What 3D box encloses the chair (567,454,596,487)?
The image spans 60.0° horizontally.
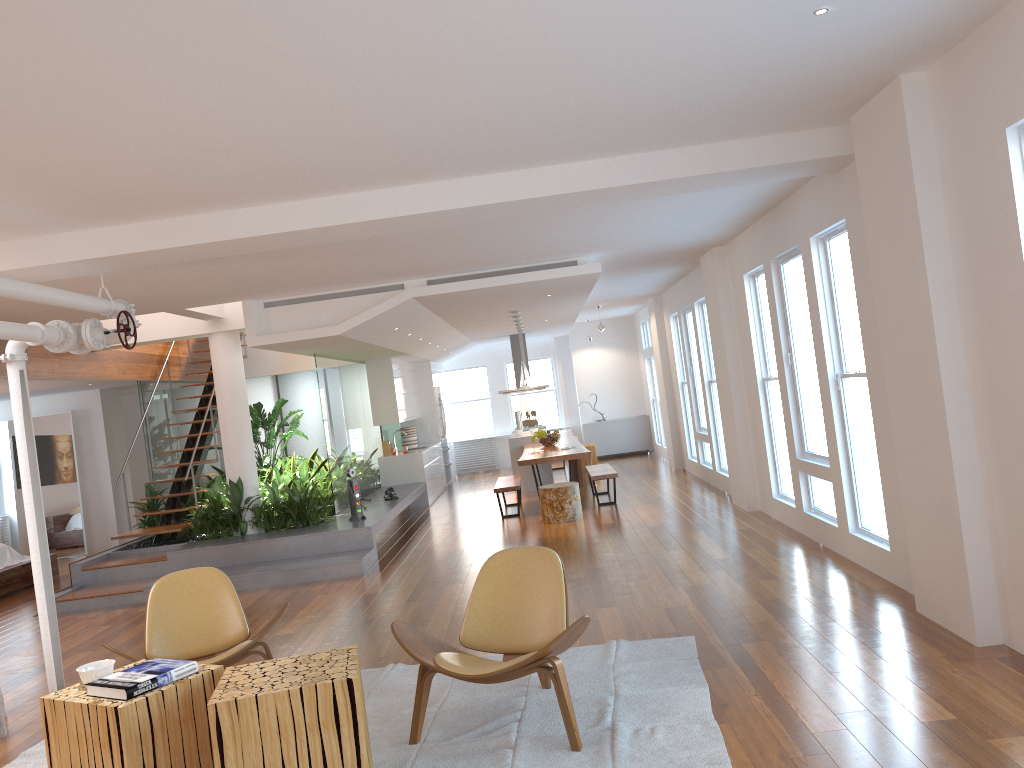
[{"bbox_3d":[1.039,1.296,13.296,0.396,0.455,0.402,-7,-1,-8],"label":"chair"}]

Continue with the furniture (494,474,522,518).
[{"bbox_3d":[-0.020,1.447,11.449,0.316,0.389,1.433,-7,-1,2],"label":"furniture"}]

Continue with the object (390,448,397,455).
[{"bbox_3d":[-1.803,1.023,13.478,0.094,0.106,0.094,-8,-1,7],"label":"object"}]

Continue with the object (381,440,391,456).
[{"bbox_3d":[-1.942,0.989,13.754,0.104,0.222,0.200,-7,-1,2],"label":"object"}]

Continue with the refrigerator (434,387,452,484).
[{"bbox_3d":[-1.538,0.971,16.234,0.725,1.772,0.908,-7,-1,2],"label":"refrigerator"}]

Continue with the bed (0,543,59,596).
[{"bbox_3d":[-6.786,2.215,9.846,2.314,0.595,2.207,-7,-1,2],"label":"bed"}]

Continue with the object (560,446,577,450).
[{"bbox_3d":[0.722,0.825,11.397,0.222,0.020,0.222,-7,-1,-6],"label":"object"}]

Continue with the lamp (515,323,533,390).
[{"bbox_3d":[0.171,-0.450,13.330,0.160,1.060,0.160,-8,-1,29],"label":"lamp"}]

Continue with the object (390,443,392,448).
[{"bbox_3d":[-1.917,1.014,14.001,0.100,0.170,0.173,-8,-1,3],"label":"object"}]

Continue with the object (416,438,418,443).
[{"bbox_3d":[-1.763,1.000,15.434,0.265,0.196,0.284,-8,-1,44],"label":"object"}]

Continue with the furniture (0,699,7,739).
[{"bbox_3d":[-2.949,1.792,4.846,0.294,0.333,0.292,-7,-1,-28],"label":"furniture"}]

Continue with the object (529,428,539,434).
[{"bbox_3d":[0.343,0.737,13.766,0.152,0.082,0.152,-7,-1,-38],"label":"object"}]

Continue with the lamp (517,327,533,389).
[{"bbox_3d":[0.193,-0.445,14.053,0.160,1.060,0.160,-8,-1,29],"label":"lamp"}]

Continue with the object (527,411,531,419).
[{"bbox_3d":[0.325,0.645,16.202,0.057,0.299,0.019,-7,-1,2],"label":"object"}]

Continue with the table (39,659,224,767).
[{"bbox_3d":[-1.554,1.511,3.714,0.548,0.534,0.489,-8,-1,32],"label":"table"}]

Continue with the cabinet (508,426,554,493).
[{"bbox_3d":[0.336,1.209,14.842,0.597,0.832,2.936,-7,-1,2],"label":"cabinet"}]

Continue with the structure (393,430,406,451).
[{"bbox_3d":[-1.812,1.010,14.494,0.248,0.536,0.115,-7,-1,2],"label":"structure"}]

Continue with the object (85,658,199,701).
[{"bbox_3d":[-1.519,1.212,3.650,0.279,0.048,0.334,-8,-1,33],"label":"object"}]

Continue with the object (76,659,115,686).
[{"bbox_3d":[-1.750,1.227,3.741,0.152,0.082,0.152,-7,-1,-38],"label":"object"}]

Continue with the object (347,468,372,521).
[{"bbox_3d":[-1.647,1.181,9.533,0.318,0.565,0.134,-8,-1,38],"label":"object"}]

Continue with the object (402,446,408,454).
[{"bbox_3d":[-1.624,0.999,13.426,0.094,0.106,0.094,-8,-1,7],"label":"object"}]

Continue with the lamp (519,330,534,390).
[{"bbox_3d":[0.215,-0.441,14.776,0.160,1.060,0.160,-8,-1,29],"label":"lamp"}]

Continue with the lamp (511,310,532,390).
[{"bbox_3d":[0.106,-0.463,11.162,0.160,1.060,0.160,-8,-1,29],"label":"lamp"}]

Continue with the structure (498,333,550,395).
[{"bbox_3d":[0.135,-0.553,15.752,0.909,1.405,0.900,-7,-1,2],"label":"structure"}]

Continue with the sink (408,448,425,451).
[{"bbox_3d":[-1.595,1.180,14.458,0.449,0.192,0.666,-7,-1,2],"label":"sink"}]

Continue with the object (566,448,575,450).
[{"bbox_3d":[0.732,0.821,11.291,0.158,0.017,0.019,-7,-1,-3],"label":"object"}]

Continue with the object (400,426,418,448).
[{"bbox_3d":[-1.752,0.911,15.048,0.267,0.356,0.266,-8,-1,27],"label":"object"}]

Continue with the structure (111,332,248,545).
[{"bbox_3d":[-3.308,-0.207,11.796,2.552,4.265,4.591,-7,-1,2],"label":"structure"}]

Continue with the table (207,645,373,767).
[{"bbox_3d":[-0.861,1.418,3.545,0.548,0.534,0.489,-7,-1,-10],"label":"table"}]

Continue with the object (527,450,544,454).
[{"bbox_3d":[0.306,0.880,11.457,0.222,0.020,0.222,-8,-1,42],"label":"object"}]

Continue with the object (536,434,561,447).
[{"bbox_3d":[0.522,0.798,12.426,0.360,0.159,0.360,-7,-1,-35],"label":"object"}]

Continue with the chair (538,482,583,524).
[{"bbox_3d":[0.553,1.349,10.094,0.460,0.400,0.460,-8,-1,12],"label":"chair"}]

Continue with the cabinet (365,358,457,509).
[{"bbox_3d":[-1.642,0.760,15.496,0.676,2.280,4.565,-7,-1,2],"label":"cabinet"}]

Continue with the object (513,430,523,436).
[{"bbox_3d":[0.099,0.770,13.896,0.152,0.082,0.152,-8,-1,41],"label":"object"}]

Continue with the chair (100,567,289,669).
[{"bbox_3d":[-1.615,1.419,4.771,0.856,0.752,0.867,-8,-1,7],"label":"chair"}]

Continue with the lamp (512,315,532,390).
[{"bbox_3d":[0.128,-0.458,11.885,0.160,1.060,0.160,-8,-1,29],"label":"lamp"}]

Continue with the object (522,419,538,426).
[{"bbox_3d":[0.301,0.728,16.213,0.353,0.157,0.084,-7,-1,2],"label":"object"}]

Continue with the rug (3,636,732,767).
[{"bbox_3d":[-0.883,1.647,3.521,3.525,0.057,3.478,-8,-1,6],"label":"rug"}]

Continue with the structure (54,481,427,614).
[{"bbox_3d":[-2.846,1.829,11.106,3.088,0.386,5.584,-7,-1,2],"label":"structure"}]

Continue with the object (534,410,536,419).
[{"bbox_3d":[0.425,0.633,16.220,0.057,0.294,0.030,-7,-1,2],"label":"object"}]

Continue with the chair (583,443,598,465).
[{"bbox_3d":[1.311,1.289,15.504,0.344,0.430,0.549,-8,-1,6],"label":"chair"}]

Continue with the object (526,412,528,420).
[{"bbox_3d":[0.291,0.649,16.223,0.061,0.299,0.040,-7,-1,-1],"label":"object"}]

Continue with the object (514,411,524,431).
[{"bbox_3d":[0.133,0.642,15.314,0.172,0.356,0.120,-7,-1,-40],"label":"object"}]

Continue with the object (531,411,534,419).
[{"bbox_3d":[0.388,0.637,16.203,0.068,0.298,0.039,-7,-1,2],"label":"object"}]

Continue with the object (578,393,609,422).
[{"bbox_3d":[1.603,0.465,17.418,0.590,0.563,0.210,-7,-1,-27],"label":"object"}]

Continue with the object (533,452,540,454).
[{"bbox_3d":[0.288,0.884,11.323,0.149,0.014,0.044,-7,-1,0],"label":"object"}]

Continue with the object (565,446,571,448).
[{"bbox_3d":[0.721,0.819,11.397,0.070,0.030,0.079,-7,-1,-45],"label":"object"}]

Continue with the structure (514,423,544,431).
[{"bbox_3d":[0.307,0.767,15.766,0.520,0.073,0.650,-7,-1,2],"label":"structure"}]

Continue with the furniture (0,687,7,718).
[{"bbox_3d":[-3.163,1.781,5.207,0.290,0.418,0.298,-7,-1,-35],"label":"furniture"}]

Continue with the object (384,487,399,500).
[{"bbox_3d":[-1.553,1.389,11.246,0.216,0.155,0.181,-7,-1,-34],"label":"object"}]

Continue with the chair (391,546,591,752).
[{"bbox_3d":[0.000,1.199,4.006,0.867,0.752,0.856,-7,-1,-38],"label":"chair"}]

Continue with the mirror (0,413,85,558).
[{"bbox_3d":[-6.875,1.510,12.767,1.267,2.044,0.049,-7,-1,2],"label":"mirror"}]

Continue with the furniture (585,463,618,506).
[{"bbox_3d":[1.162,1.292,11.415,0.316,0.389,1.433,-7,-1,2],"label":"furniture"}]

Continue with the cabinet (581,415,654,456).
[{"bbox_3d":[2.069,1.054,17.444,1.309,0.725,0.420,-7,-1,2],"label":"cabinet"}]

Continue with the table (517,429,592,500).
[{"bbox_3d":[0.634,1.220,13.437,0.893,0.704,5.996,-7,-1,2],"label":"table"}]

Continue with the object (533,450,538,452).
[{"bbox_3d":[0.305,0.874,11.457,0.070,0.030,0.079,-7,-1,-35],"label":"object"}]

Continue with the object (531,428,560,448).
[{"bbox_3d":[0.489,0.738,12.442,0.394,0.284,0.292,-7,-1,-34],"label":"object"}]

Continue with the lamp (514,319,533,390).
[{"bbox_3d":[0.150,-0.454,12.608,0.160,1.060,0.160,-8,-1,29],"label":"lamp"}]
